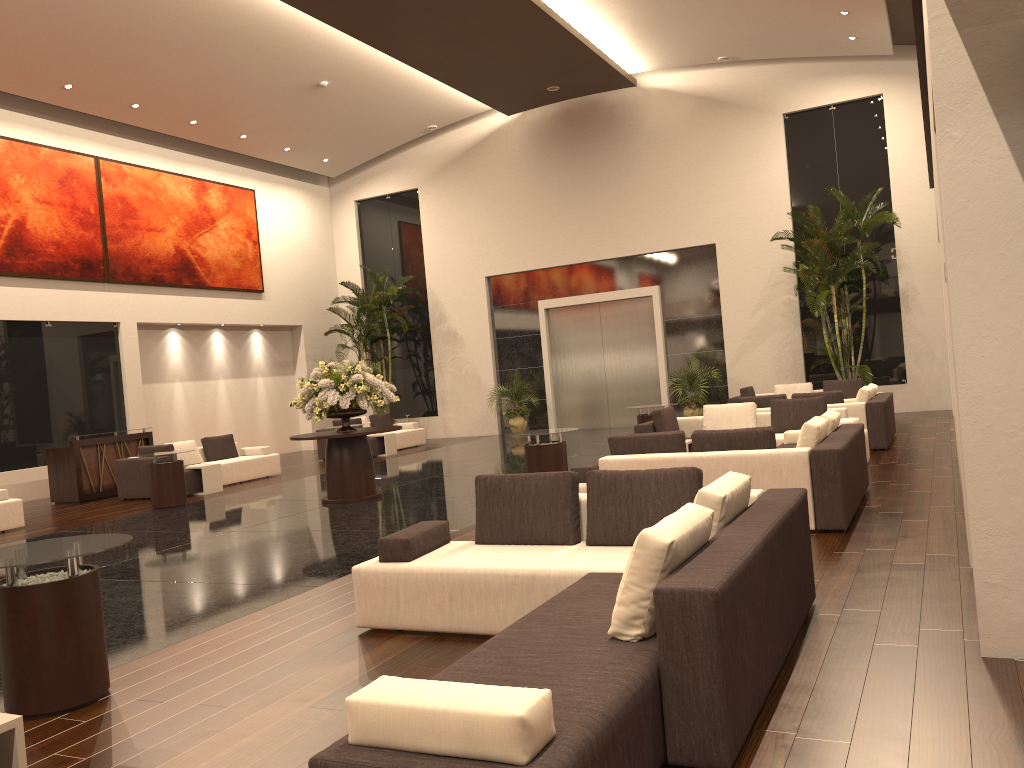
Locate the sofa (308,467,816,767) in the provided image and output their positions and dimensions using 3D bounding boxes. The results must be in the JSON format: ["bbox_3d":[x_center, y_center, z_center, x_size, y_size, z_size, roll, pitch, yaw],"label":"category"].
[{"bbox_3d":[-0.130,1.027,4.256,2.586,0.862,3.366,-5,1,26],"label":"sofa"}]

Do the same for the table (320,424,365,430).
[{"bbox_3d":[-3.202,1.206,16.931,0.833,0.795,0.844,-5,1,-13],"label":"table"}]

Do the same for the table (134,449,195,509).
[{"bbox_3d":[-5.067,1.410,13.037,0.833,0.795,0.844,-5,1,-13],"label":"table"}]

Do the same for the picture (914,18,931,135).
[{"bbox_3d":[4.126,-4.288,9.109,0.070,2.526,4.515,-5,1,26],"label":"picture"}]

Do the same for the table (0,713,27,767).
[{"bbox_3d":[-1.943,1.403,2.985,0.400,0.460,0.400,-5,1,26],"label":"table"}]

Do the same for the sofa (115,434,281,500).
[{"bbox_3d":[-5.318,1.375,15.546,1.291,0.862,2.846,-5,1,26],"label":"sofa"}]

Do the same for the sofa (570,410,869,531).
[{"bbox_3d":[2.195,0.773,9.068,2.586,0.862,3.366,-5,1,26],"label":"sofa"}]

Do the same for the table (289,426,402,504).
[{"bbox_3d":[-2.214,1.103,12.077,1.498,0.921,1.498,-5,1,17],"label":"table"}]

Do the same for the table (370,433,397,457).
[{"bbox_3d":[-2.784,1.317,19.215,0.400,0.460,0.400,-5,1,26],"label":"table"}]

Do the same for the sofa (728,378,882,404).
[{"bbox_3d":[5.562,0.400,16.641,2.846,0.862,1.291,-5,1,26],"label":"sofa"}]

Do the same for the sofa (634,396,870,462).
[{"bbox_3d":[3.081,0.670,11.547,2.846,0.862,1.291,-5,1,26],"label":"sofa"}]

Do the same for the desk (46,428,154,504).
[{"bbox_3d":[-7.147,1.409,15.553,0.760,1.114,1.634,-5,1,26],"label":"desk"}]

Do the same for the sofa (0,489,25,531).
[{"bbox_3d":[-7.581,1.622,10.900,1.291,0.862,2.846,-5,1,26],"label":"sofa"}]

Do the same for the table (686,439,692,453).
[{"bbox_3d":[2.109,0.961,11.303,0.400,0.460,0.400,-5,1,26],"label":"table"}]

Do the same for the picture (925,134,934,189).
[{"bbox_3d":[6.104,-4.504,13.170,0.070,2.526,4.515,-5,1,26],"label":"picture"}]

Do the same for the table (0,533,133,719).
[{"bbox_3d":[-2.390,1.256,4.606,0.844,0.795,0.833,-5,1,-25],"label":"table"}]

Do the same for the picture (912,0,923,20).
[{"bbox_3d":[2.150,-4.073,5.052,0.070,2.526,4.515,-5,1,26],"label":"picture"}]

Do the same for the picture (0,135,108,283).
[{"bbox_3d":[-9.177,-3.173,15.649,0.070,2.526,4.515,-5,1,26],"label":"picture"}]

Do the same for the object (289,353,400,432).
[{"bbox_3d":[-2.280,0.097,12.054,1.453,1.097,1.402,-5,1,-18],"label":"object"}]

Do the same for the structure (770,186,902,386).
[{"bbox_3d":[6.604,-1.584,17.686,2.436,4.611,2.531,-5,1,-2],"label":"structure"}]

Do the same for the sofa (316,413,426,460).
[{"bbox_3d":[-3.047,1.128,20.206,1.291,0.862,2.846,-5,1,26],"label":"sofa"}]

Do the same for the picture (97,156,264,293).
[{"bbox_3d":[-7.199,-3.389,19.709,0.070,2.526,4.515,-5,1,26],"label":"picture"}]

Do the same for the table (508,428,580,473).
[{"bbox_3d":[0.406,0.951,10.346,0.833,0.795,0.844,-5,1,-13],"label":"table"}]

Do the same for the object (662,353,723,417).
[{"bbox_3d":[3.965,0.101,19.625,1.373,1.682,1.297,-5,1,-26],"label":"object"}]

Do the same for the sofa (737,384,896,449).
[{"bbox_3d":[4.676,0.503,14.162,2.586,0.862,3.366,-5,1,26],"label":"sofa"}]

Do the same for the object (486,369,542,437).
[{"bbox_3d":[0.110,0.424,21.579,1.373,1.682,1.297,-5,1,-31],"label":"object"}]

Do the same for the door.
[{"bbox_3d":[2.242,-0.452,21.405,2.767,3.048,0.040,-5,1,26],"label":"door"}]

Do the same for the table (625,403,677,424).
[{"bbox_3d":[2.272,0.747,14.240,0.833,0.795,0.844,-5,1,-13],"label":"table"}]

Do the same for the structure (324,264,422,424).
[{"bbox_3d":[-3.381,-0.748,22.754,2.436,4.611,2.531,-5,1,-2],"label":"structure"}]

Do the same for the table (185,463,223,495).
[{"bbox_3d":[-5.054,1.565,14.554,0.400,0.460,0.400,-5,1,26],"label":"table"}]
